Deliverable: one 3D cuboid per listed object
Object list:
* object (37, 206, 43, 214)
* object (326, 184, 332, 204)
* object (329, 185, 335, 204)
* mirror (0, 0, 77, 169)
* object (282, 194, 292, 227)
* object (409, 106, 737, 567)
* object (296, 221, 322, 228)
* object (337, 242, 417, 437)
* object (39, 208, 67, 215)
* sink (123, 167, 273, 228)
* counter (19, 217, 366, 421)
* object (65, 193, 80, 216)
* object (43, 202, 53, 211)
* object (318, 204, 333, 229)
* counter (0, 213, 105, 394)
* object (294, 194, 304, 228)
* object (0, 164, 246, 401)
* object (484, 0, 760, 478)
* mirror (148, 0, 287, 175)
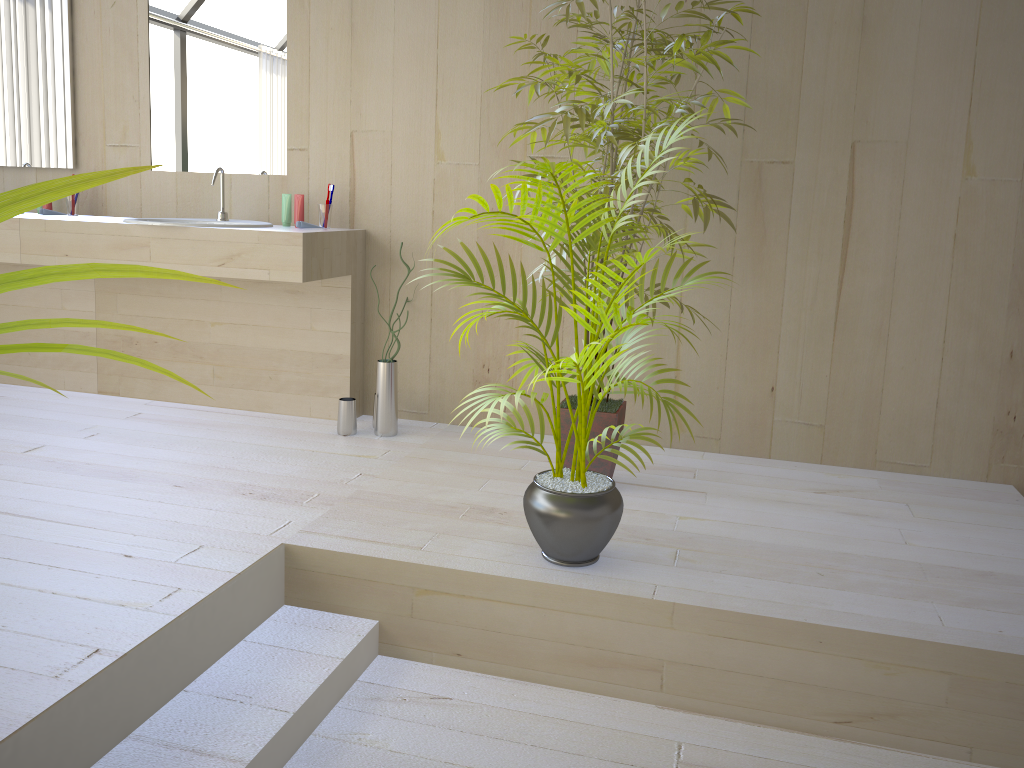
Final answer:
[{"bbox_3d":[-2.083,-0.817,3.916,0.039,0.133,0.039,-2,10,-26],"label":"object"},{"bbox_3d":[-0.731,-0.707,3.520,0.012,0.176,0.050,-4,11,-35],"label":"object"},{"bbox_3d":[-0.738,-0.713,3.555,0.012,0.174,0.054,9,11,39],"label":"object"},{"bbox_3d":[-2.236,-1.410,3.942,0.654,0.861,0.023,5,9,15],"label":"mirror"},{"bbox_3d":[-0.919,-0.708,3.611,0.039,0.133,0.039,-3,10,-33],"label":"object"},{"bbox_3d":[0.149,-0.112,2.181,0.919,1.147,0.755,-6,13,-41],"label":"object"},{"bbox_3d":[-0.796,-0.624,3.472,0.105,0.029,0.033,-6,13,-34],"label":"object"},{"bbox_3d":[-0.517,-0.187,3.499,0.274,0.742,0.410,3,9,3],"label":"object"},{"bbox_3d":[-1.959,-0.734,3.777,0.105,0.029,0.033,-6,13,-34],"label":"object"},{"bbox_3d":[-1.221,-0.643,3.460,0.574,0.415,0.508,6,11,18],"label":"sink"},{"bbox_3d":[-1.258,-0.248,3.573,1.206,0.784,0.555,5,10,15],"label":"counter"},{"bbox_3d":[-1.913,-0.780,3.855,0.058,0.099,0.059,6,10,21],"label":"object"},{"bbox_3d":[-2.011,-0.796,3.829,0.039,0.133,0.039,-2,10,-26],"label":"object"},{"bbox_3d":[-0.750,-0.671,3.550,0.059,0.099,0.059,7,10,25],"label":"object"},{"bbox_3d":[-2.422,-0.358,3.879,1.206,0.784,0.555,5,10,15],"label":"counter"},{"bbox_3d":[-0.847,-0.687,3.524,0.039,0.133,0.039,-3,10,-33],"label":"object"},{"bbox_3d":[-0.494,0.196,0.128,0.873,1.333,1.075,3,10,3],"label":"object"},{"bbox_3d":[0.316,-0.537,2.866,0.940,1.741,0.790,10,12,39],"label":"object"},{"bbox_3d":[-1.229,-1.321,3.706,0.654,0.861,0.023,5,9,15],"label":"mirror"}]
